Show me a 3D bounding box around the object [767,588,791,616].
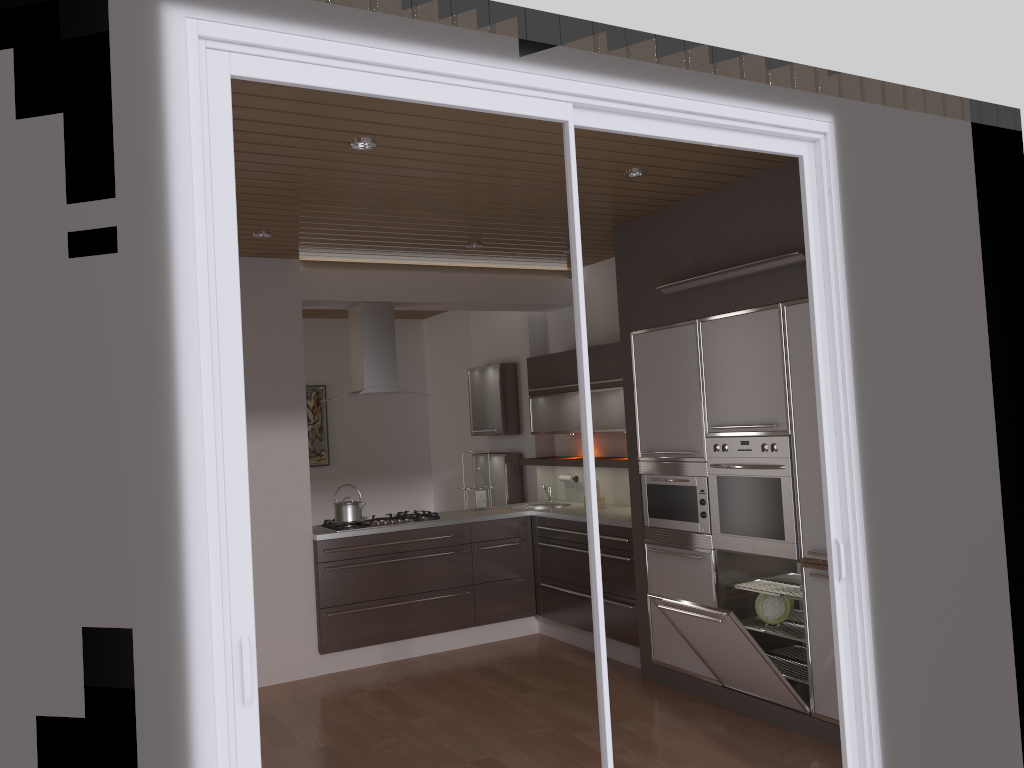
[{"bbox_3d":[1.366,1.159,4.636,0.177,0.173,0.042,-5,-3,26],"label":"object"}]

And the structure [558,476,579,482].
[{"bbox_3d":[0.459,0.735,6.907,0.087,0.049,0.237,-2,-3,-29],"label":"structure"}]

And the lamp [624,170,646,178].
[{"bbox_3d":[0.582,-1.020,4.208,0.102,0.055,0.102,-6,-3,44],"label":"lamp"}]

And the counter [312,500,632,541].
[{"bbox_3d":[-0.144,0.929,5.887,2.150,0.036,1.850,-2,-3,-29],"label":"counter"}]

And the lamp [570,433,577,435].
[{"bbox_3d":[0.463,0.376,6.684,0.056,0.018,0.056,-5,-3,33],"label":"lamp"}]

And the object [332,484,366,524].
[{"bbox_3d":[-1.103,0.799,5.956,0.221,0.251,0.221,-1,-3,-36],"label":"object"}]

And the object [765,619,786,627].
[{"bbox_3d":[1.383,1.247,4.649,0.073,0.009,0.190,-5,-3,27],"label":"object"}]

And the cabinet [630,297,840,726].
[{"bbox_3d":[1.259,0.601,4.485,1.047,1.948,1.796,-2,-3,-29],"label":"cabinet"}]

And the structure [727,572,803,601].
[{"bbox_3d":[1.493,1.045,4.581,0.479,0.012,0.583,-2,-3,-29],"label":"structure"}]

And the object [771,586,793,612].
[{"bbox_3d":[1.400,1.160,4.701,0.177,0.173,0.042,-5,-3,26],"label":"object"}]

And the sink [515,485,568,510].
[{"bbox_3d":[0.217,0.946,6.740,0.450,0.347,0.494,-2,-3,-23],"label":"sink"}]

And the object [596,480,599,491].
[{"bbox_3d":[0.608,0.785,6.354,0.042,0.192,0.040,-4,-3,19],"label":"object"}]

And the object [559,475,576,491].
[{"bbox_3d":[0.432,0.771,6.906,0.053,0.119,0.165,-2,-3,-29],"label":"object"}]

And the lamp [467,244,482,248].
[{"bbox_3d":[-0.242,-0.908,5.690,0.102,0.055,0.102,-5,-3,33],"label":"lamp"}]

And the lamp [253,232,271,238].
[{"bbox_3d":[-1.420,-0.869,5.032,0.102,0.055,0.102,-6,-3,44],"label":"lamp"}]

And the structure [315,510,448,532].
[{"bbox_3d":[-0.911,0.946,6.184,0.797,0.047,0.494,-2,-3,-29],"label":"structure"}]

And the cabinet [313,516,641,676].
[{"bbox_3d":[-0.118,1.381,5.867,2.150,0.870,1.850,-2,-3,-29],"label":"cabinet"}]

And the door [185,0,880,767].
[{"bbox_3d":[0.245,0.308,2.740,2.300,2.700,0.101,-2,-3,-29],"label":"door"}]

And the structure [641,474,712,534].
[{"bbox_3d":[0.902,0.665,4.964,0.049,0.301,0.569,-2,-3,-29],"label":"structure"}]

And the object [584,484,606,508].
[{"bbox_3d":[0.594,0.805,6.400,0.100,0.170,0.173,-3,-3,-17],"label":"object"}]

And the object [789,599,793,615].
[{"bbox_3d":[1.389,1.160,4.679,0.177,0.173,0.042,-5,-3,26],"label":"object"}]

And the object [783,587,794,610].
[{"bbox_3d":[1.411,1.160,4.722,0.177,0.173,0.042,-5,-3,26],"label":"object"}]

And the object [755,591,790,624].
[{"bbox_3d":[1.355,1.159,4.615,0.177,0.173,0.042,-5,-3,26],"label":"object"}]

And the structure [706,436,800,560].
[{"bbox_3d":[1.175,0.558,4.441,0.066,0.583,0.582,-2,-3,-29],"label":"structure"}]

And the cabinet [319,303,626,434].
[{"bbox_3d":[-0.147,-0.143,6.028,2.058,1.032,1.399,-2,-3,-25],"label":"cabinet"}]

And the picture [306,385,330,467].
[{"bbox_3d":[-2.393,0.430,8.518,1.277,0.801,0.018,-2,-3,-29],"label":"picture"}]

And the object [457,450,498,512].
[{"bbox_3d":[-0.266,0.729,6.738,0.291,0.453,0.210,-2,-3,-24],"label":"object"}]

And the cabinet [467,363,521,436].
[{"bbox_3d":[-0.216,0.143,7.546,0.172,0.600,0.619,-1,-3,-43],"label":"cabinet"}]

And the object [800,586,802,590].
[{"bbox_3d":[1.560,1.030,4.490,0.190,0.009,0.073,-4,-3,12],"label":"object"}]

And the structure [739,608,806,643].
[{"bbox_3d":[1.504,1.244,4.572,0.479,0.012,0.583,-2,-3,-29],"label":"structure"}]

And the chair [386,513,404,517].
[{"bbox_3d":[-1.042,1.502,7.138,0.491,0.847,0.608,-5,-3,31],"label":"chair"}]

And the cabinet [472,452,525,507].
[{"bbox_3d":[-0.130,0.891,7.559,0.194,0.600,0.598,-2,-3,-29],"label":"cabinet"}]

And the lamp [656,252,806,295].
[{"bbox_3d":[1.075,-0.543,4.446,0.139,0.033,1.020,-2,-3,-29],"label":"lamp"}]

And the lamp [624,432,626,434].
[{"bbox_3d":[0.797,0.331,6.083,0.056,0.018,0.056,-5,-3,33],"label":"lamp"}]

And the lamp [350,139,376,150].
[{"bbox_3d":[-0.597,-0.980,3.550,0.102,0.055,0.102,-6,-3,44],"label":"lamp"}]

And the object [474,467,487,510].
[{"bbox_3d":[-0.241,0.790,6.687,0.091,0.319,0.091,-4,-2,6],"label":"object"}]

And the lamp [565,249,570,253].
[{"bbox_3d":[0.409,-0.930,6.052,0.102,0.055,0.102,-3,-2,-1],"label":"lamp"}]

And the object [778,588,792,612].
[{"bbox_3d":[1.377,1.159,4.658,0.177,0.173,0.042,-5,-3,26],"label":"object"}]

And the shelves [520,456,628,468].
[{"bbox_3d":[0.649,0.558,6.356,0.313,0.050,1.850,-2,-3,-29],"label":"shelves"}]
